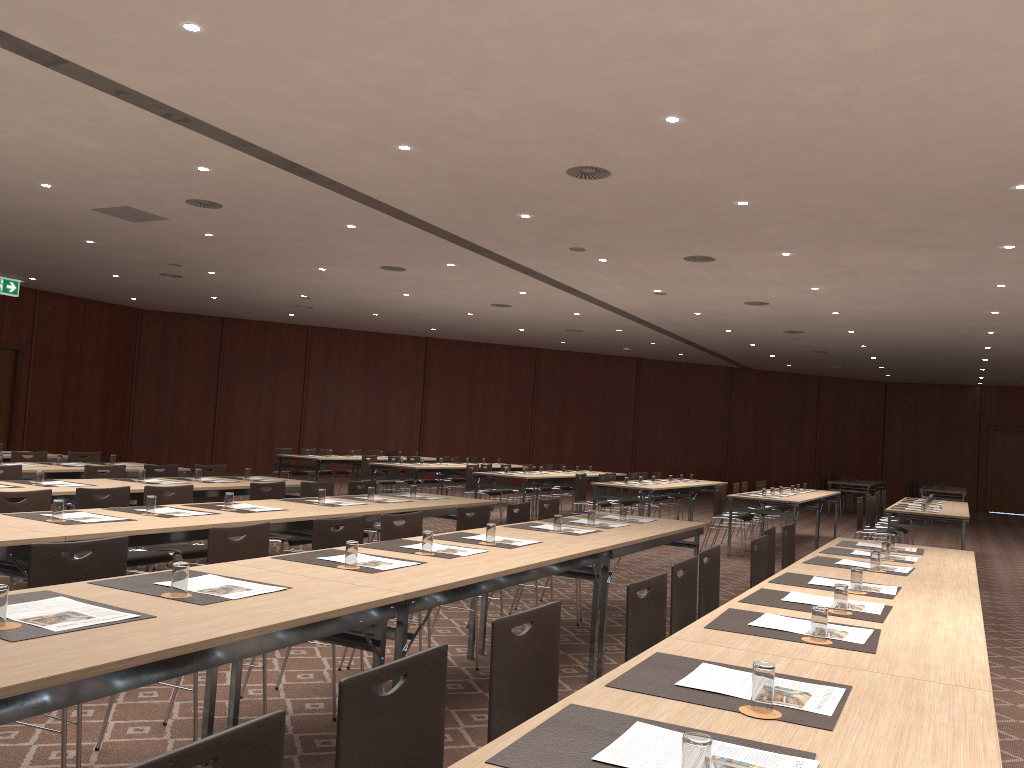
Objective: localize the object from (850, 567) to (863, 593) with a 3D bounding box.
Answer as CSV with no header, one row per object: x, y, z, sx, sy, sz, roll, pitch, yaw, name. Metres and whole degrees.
1.637,0.929,4.213,0.054,0.114,0.054,4,-3,-7,object

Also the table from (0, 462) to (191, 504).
-4.660,1.283,9.394,0.953,0.832,2.269,2,-3,27,table

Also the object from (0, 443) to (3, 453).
-6.222,0.779,10.788,0.054,0.114,0.054,4,-3,-7,object

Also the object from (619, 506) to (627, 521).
0.895,1.044,7.133,0.054,0.114,0.054,4,-3,-7,object

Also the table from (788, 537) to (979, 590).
2.457,1.548,5.753,0.953,0.832,2.269,2,-3,27,table

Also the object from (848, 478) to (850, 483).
8.092,2.315,21.289,0.054,0.114,0.054,4,-3,-7,object

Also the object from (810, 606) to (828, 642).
1.059,0.826,3.057,0.054,0.114,0.054,4,-3,-7,object

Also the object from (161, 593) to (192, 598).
-1.173,0.738,3.099,0.102,0.001,0.102,3,-3,16,object

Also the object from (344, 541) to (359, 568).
-0.716,0.759,3.958,0.054,0.114,0.054,5,-3,-29,object

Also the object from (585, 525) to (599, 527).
0.592,1.049,6.551,0.102,0.001,0.102,3,-3,16,object

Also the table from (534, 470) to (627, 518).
1.307,2.089,16.725,0.953,0.832,2.269,2,-3,27,table

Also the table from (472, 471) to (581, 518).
0.281,1.907,14.706,0.953,0.832,2.269,2,-3,27,table

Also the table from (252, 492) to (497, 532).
-1.102,1.415,7.573,0.953,0.832,2.269,2,-3,27,table

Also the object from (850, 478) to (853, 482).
8.367,2.366,21.868,0.054,0.114,0.054,4,-3,-7,object

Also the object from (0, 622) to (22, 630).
-1.450,0.687,2.518,0.102,0.001,0.102,3,-3,16,object

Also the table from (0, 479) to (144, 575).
-3.907,1.168,6.465,0.953,0.832,2.269,2,-3,27,table

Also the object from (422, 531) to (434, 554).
-0.432,0.811,4.540,0.054,0.114,0.054,5,-3,-29,object

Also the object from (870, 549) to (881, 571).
2.078,1.006,5.068,0.054,0.114,0.054,4,-3,-7,object

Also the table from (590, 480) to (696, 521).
2.061,1.974,13.796,0.953,0.832,2.269,2,-3,27,table

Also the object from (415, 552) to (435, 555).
-0.446,0.867,4.531,0.102,0.001,0.102,3,-3,16,object

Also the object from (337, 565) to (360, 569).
-0.727,0.815,3.945,0.102,0.001,0.102,3,-3,16,object

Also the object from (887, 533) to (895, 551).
2.664,1.111,6.235,0.054,0.114,0.054,4,-3,-7,object

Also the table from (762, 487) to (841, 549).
4.866,2.221,14.904,0.953,0.832,2.269,2,-3,27,table

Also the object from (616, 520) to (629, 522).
0.885,1.100,7.117,0.102,0.001,0.102,3,-3,16,object

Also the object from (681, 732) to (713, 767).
0.334,0.697,1.610,0.054,0.114,0.054,5,-3,-29,object

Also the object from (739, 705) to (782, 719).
0.608,0.804,2.173,0.102,0.001,0.102,4,-3,-7,object

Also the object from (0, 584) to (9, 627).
-1.463,0.629,2.517,0.054,0.114,0.054,5,-3,-29,object

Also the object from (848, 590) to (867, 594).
1.626,0.985,4.195,0.102,0.001,0.102,4,-3,-7,object

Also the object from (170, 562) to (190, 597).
-1.161,0.682,3.101,0.054,0.114,0.054,5,-3,-29,object

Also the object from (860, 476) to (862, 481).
9.402,2.547,23.881,0.054,0.114,0.054,5,-3,-29,object

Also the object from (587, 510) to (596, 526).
0.588,0.991,6.555,0.054,0.114,0.054,5,-3,-29,object

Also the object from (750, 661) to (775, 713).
0.620,0.748,2.193,0.054,0.114,0.054,5,-3,-29,object

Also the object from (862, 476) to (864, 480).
9.695,2.599,24.469,0.054,0.114,0.054,5,-3,-29,object

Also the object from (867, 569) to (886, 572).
2.077,1.063,5.053,0.102,0.001,0.102,4,-3,-7,object

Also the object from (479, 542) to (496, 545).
-0.142,0.920,5.111,0.102,0.001,0.102,3,-3,16,object

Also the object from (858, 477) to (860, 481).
9.117,2.496,23.307,0.054,0.114,0.054,5,-3,-29,object

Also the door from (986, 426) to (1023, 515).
16.079,2.730,27.430,2.422,2.698,0.200,2,-3,27,door

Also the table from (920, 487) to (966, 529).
10.235,2.922,21.058,0.953,0.832,2.269,2,-3,27,table

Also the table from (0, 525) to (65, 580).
-3.153,1.053,3.536,0.953,0.832,2.269,2,-3,27,table

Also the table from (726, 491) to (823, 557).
3.840,2.040,12.886,0.953,0.832,2.269,2,-3,27,table

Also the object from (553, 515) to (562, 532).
0.309,0.941,5.985,0.054,0.114,0.054,5,-3,-29,object

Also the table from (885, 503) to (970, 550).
5.619,2.107,11.975,0.953,0.832,2.269,2,-3,27,table

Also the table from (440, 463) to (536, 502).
-0.472,2.022,17.635,0.953,0.832,2.269,2,-3,27,table

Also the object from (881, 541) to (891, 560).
2.383,1.059,5.649,0.054,0.114,0.054,4,-3,-7,object

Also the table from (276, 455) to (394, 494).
-3.277,1.775,16.527,0.953,0.832,2.269,2,-3,27,table

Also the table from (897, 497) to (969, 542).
6.645,2.288,13.994,0.953,0.832,2.269,2,-3,27,table

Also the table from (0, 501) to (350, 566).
-2.128,1.234,5.555,0.953,0.832,2.269,2,-3,27,table

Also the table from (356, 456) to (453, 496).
-2.251,1.956,18.545,0.953,0.832,2.269,2,-3,27,table

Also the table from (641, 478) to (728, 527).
3.086,2.155,15.814,0.953,0.832,2.269,2,-3,27,table

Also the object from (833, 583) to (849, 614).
1.346,0.877,3.628,0.054,0.114,0.054,4,-3,-7,object

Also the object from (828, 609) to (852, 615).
1.341,0.935,3.633,0.102,0.001,0.102,4,-3,-7,object

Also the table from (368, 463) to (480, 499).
-1.498,1.841,15.616,0.953,0.832,2.269,2,-3,27,table

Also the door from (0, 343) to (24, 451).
-11.498,0.405,18.488,0.200,2.698,2.424,2,-3,27,door

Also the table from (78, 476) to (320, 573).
-2.881,1.349,8.484,0.953,0.832,2.269,2,-3,27,table

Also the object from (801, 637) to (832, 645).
1.047,0.882,3.046,0.102,0.001,0.102,4,-3,-7,object

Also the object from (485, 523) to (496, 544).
-0.123,0.864,5.122,0.054,0.114,0.054,5,-3,-29,object

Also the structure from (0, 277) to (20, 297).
-10.500,-2.025,18.336,0.105,0.346,0.587,2,-3,27,structure

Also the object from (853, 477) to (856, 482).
8.665,2.418,22.448,0.054,0.114,0.054,4,-3,-7,object
